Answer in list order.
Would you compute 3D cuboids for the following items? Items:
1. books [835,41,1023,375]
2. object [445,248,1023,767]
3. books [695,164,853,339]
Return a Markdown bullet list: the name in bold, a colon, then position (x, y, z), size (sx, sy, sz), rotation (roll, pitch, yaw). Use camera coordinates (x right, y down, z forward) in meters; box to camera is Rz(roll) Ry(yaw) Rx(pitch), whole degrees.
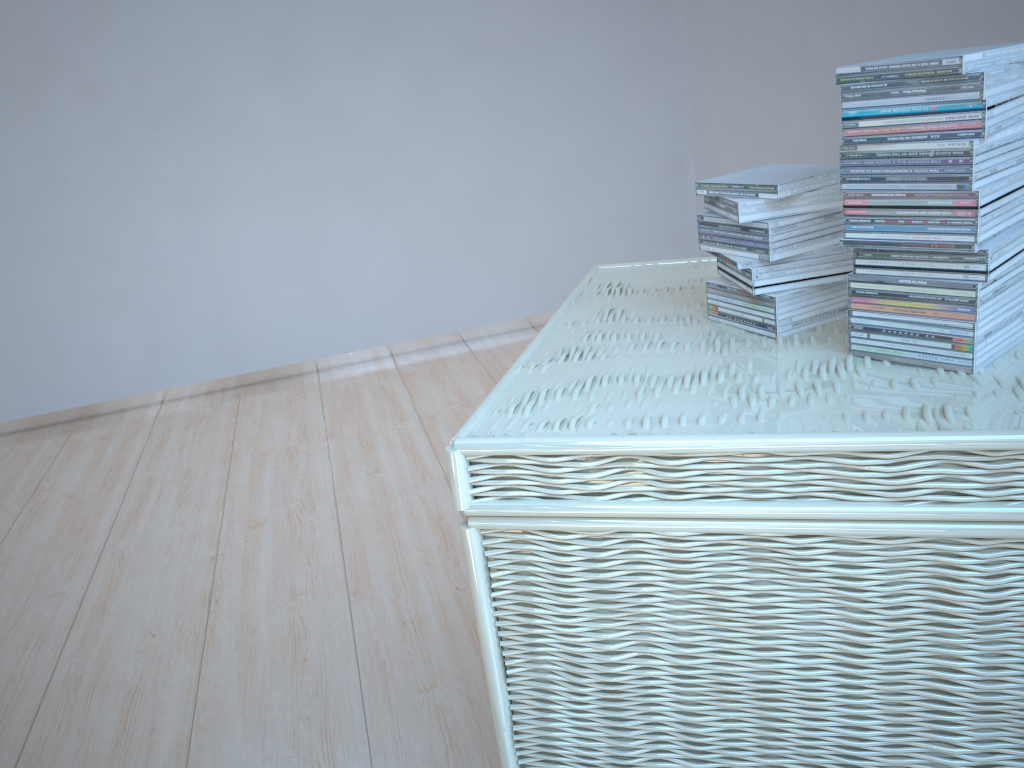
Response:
- **books**: position (0.424, -0.173, 0.891), size (0.149, 0.300, 0.149), rotation (-24, 24, -38)
- **object**: position (0.419, 0.154, 1.162), size (0.745, 0.518, 0.744), rotation (-2, 20, 18)
- **books**: position (0.325, -0.164, 1.087), size (0.162, 0.184, 0.165), rotation (-13, 20, -12)
